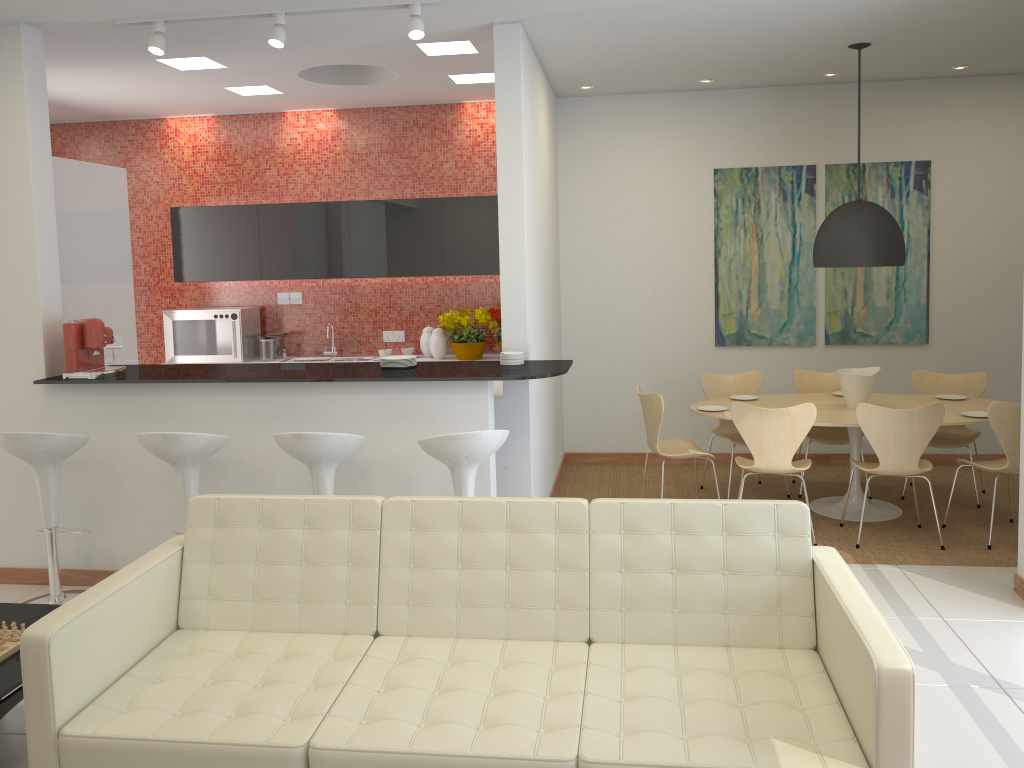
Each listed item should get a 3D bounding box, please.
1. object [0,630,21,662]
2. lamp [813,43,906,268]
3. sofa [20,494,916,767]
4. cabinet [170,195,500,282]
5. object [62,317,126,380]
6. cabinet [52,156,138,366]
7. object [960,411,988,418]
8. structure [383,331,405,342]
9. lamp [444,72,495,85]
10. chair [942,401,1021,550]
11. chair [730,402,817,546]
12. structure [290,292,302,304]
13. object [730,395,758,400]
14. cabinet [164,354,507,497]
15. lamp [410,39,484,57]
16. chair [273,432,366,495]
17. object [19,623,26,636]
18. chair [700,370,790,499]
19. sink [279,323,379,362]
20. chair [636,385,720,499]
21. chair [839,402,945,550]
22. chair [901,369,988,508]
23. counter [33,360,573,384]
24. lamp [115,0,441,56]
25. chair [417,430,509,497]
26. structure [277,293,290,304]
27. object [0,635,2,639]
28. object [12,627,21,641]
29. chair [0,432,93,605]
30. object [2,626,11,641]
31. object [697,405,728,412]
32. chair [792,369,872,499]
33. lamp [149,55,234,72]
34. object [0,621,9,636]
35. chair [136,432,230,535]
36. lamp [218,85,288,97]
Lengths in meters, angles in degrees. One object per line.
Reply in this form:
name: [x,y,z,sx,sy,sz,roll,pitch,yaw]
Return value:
object: [-2.019,0.988,3.256,0.360,0.021,0.362,0,8,8]
lamp: [2.369,-1.551,6.044,0.594,1.486,0.597,-1,5,10]
sofa: [-0.145,0.944,2.978,2.564,0.918,1.007,0,7,8]
cabinet: [-1.368,-1.262,7.754,3.242,0.656,0.354,0,6,8]
object: [-2.343,-0.215,5.079,0.320,0.335,0.323,-1,6,8]
cabinet: [-3.545,-0.173,5.886,1.637,2.511,1.063,-1,5,8]
object: [3.026,0.200,5.743,0.210,0.015,0.211,-6,9,-27]
structure: [-1.061,-0.428,7.955,0.198,0.098,0.016,0,5,8]
lamp: [-0.284,-2.345,6.752,0.408,0.034,0.411,0,8,8]
chair: [3.088,0.514,5.539,0.521,0.902,0.518,-2,6,-9]
chair: [1.672,0.533,5.675,0.521,0.902,0.518,0,6,15]
structure: [-1.964,-0.780,8.053,0.114,0.104,0.008,-1,5,8]
object: [1.743,0.106,6.652,0.210,0.015,0.211,3,9,30]
cabinet: [-1.516,0.410,6.838,3.334,0.979,2.510,0,8,8]
lamp: [-0.418,-2.202,5.768,0.408,0.034,0.411,0,8,8]
chair: [-0.956,0.706,4.520,0.457,1.016,0.467,0,6,19]
object: [-1.862,0.936,3.373,0.030,0.044,0.030,0,6,15]
chair: [1.751,0.382,6.725,0.521,0.902,0.518,-3,6,-13]
sink: [-1.609,-0.267,7.806,0.808,0.535,0.419,-1,6,8]
chair: [1.144,0.474,6.186,0.516,0.902,0.524,-2,6,-8]
chair: [2.379,0.532,5.550,0.521,0.902,0.518,-1,6,8]
chair: [3.179,0.376,6.500,0.522,0.902,0.518,2,7,32]
counter: [-1.155,-0.071,5.104,2.963,0.019,0.740,0,8,8]
lamp: [-1.286,-1.927,4.803,1.821,0.198,0.113,0,6,8]
chair: [-0.229,0.701,4.423,0.457,1.016,0.467,-2,5,-6]
structure: [-2.081,-0.778,8.067,0.114,0.104,0.013,-1,5,8]
object: [-1.947,0.940,3.344,0.030,0.049,0.030,0,6,15]
object: [-1.867,0.939,3.333,0.030,0.049,0.030,0,6,15]
chair: [-2.467,0.717,4.727,0.457,1.016,0.467,0,6,19]
object: [-1.907,0.939,3.338,0.030,0.049,0.030,0,6,15]
object: [1.410,0.175,6.225,0.210,0.015,0.211,3,9,30]
chair: [2.419,0.364,6.726,0.521,0.902,0.518,0,6,12]
lamp: [-2.170,-2.190,6.009,0.408,0.034,0.411,0,8,8]
object: [-1.941,0.931,3.383,0.030,0.054,0.030,0,6,15]
chair: [-1.680,0.711,4.619,0.457,1.016,0.467,0,6,19]
lamp: [-2.036,-2.333,6.992,0.408,0.034,0.411,0,8,8]
